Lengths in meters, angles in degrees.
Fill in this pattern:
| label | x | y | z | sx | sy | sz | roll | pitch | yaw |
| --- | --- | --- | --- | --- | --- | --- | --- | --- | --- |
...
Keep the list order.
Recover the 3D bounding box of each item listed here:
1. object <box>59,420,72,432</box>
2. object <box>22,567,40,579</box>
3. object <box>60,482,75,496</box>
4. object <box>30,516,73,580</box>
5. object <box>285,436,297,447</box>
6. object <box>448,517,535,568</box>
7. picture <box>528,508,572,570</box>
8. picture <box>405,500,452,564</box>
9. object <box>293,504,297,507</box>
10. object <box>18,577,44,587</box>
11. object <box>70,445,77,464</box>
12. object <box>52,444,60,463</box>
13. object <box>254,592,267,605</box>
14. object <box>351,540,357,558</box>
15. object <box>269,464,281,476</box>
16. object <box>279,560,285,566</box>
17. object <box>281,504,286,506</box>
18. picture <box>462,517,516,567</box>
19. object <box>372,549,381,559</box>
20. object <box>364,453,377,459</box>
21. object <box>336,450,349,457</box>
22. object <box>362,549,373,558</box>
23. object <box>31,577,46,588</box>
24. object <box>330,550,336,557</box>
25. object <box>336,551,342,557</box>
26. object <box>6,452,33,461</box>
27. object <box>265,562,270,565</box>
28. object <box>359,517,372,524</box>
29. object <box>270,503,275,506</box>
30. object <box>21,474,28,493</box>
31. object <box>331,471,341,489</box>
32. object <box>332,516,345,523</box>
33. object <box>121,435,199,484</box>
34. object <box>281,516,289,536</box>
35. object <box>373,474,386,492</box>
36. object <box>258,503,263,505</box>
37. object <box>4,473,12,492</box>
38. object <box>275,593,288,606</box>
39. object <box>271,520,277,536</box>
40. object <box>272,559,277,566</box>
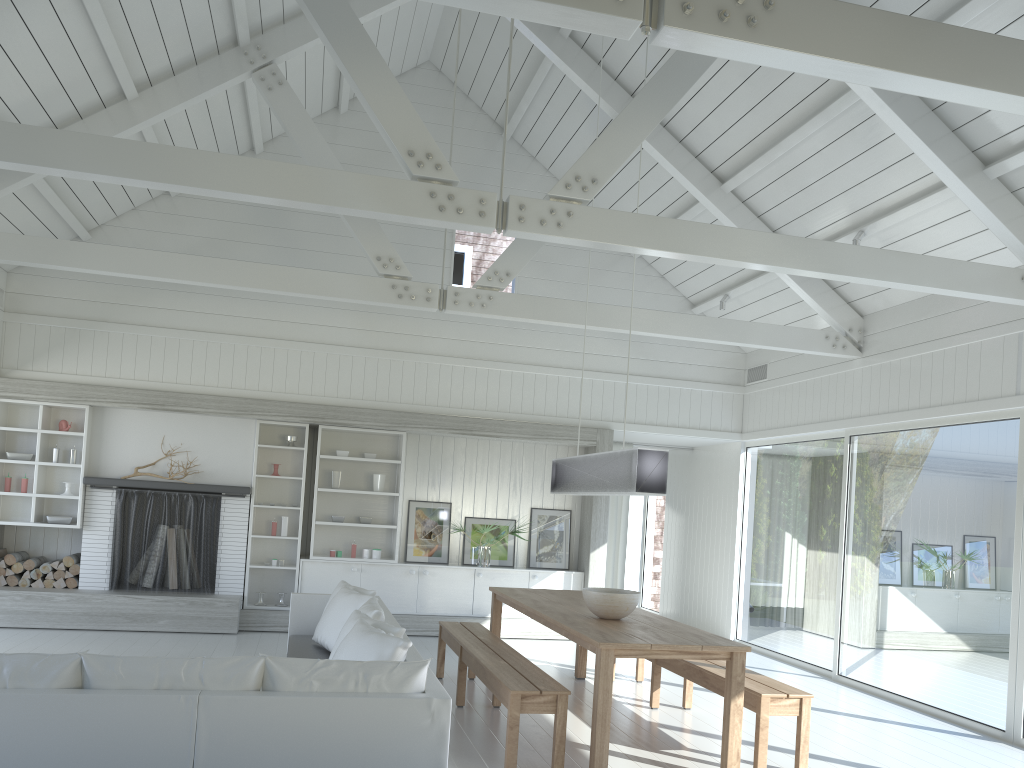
| label | x | y | z | sx | sy | sz | roll | pitch | yaw |
| --- | --- | --- | --- | --- | --- | --- | --- | --- | --- |
| object | -4.542 | 0.425 | 8.949 | 0.231 | 0.126 | 0.059 | 0 | -4 | 32 |
| object | -4.912 | 1.931 | 9.039 | 0.080 | 0.079 | 0.480 | 5 | -8 | -14 |
| object | -4.510 | 1.067 | 8.955 | 0.137 | 0.129 | 0.137 | 6 | -5 | -25 |
| object | -4.736 | 1.673 | 9.060 | 0.342 | 0.641 | 0.613 | 5 | -5 | -28 |
| object | -2.389 | 0.625 | 9.533 | 0.161 | 0.123 | 0.163 | 2 | -6 | 20 |
| object | -0.230 | 1.743 | 9.858 | 0.973 | 0.627 | 0.624 | 5 | -5 | -15 |
| picture | 0.447 | 1.813 | 10.309 | 0.495 | 0.701 | 0.065 | 4 | -2 | -13 |
| picture | -0.944 | 1.680 | 9.986 | 0.495 | 0.701 | 0.065 | 4 | -2 | -13 |
| object | -2.376 | 1.333 | 9.651 | 0.054 | 0.025 | 0.054 | 5 | -7 | -13 |
| object | -4.933 | 2.003 | 9.054 | 0.105 | 0.114 | 0.519 | 5 | -8 | -13 |
| object | -4.462 | 0.719 | 8.974 | 0.054 | 0.195 | 0.054 | 4 | -2 | -12 |
| object | -4.623 | 0.704 | 8.936 | 0.054 | 0.195 | 0.054 | 4 | -2 | -12 |
| object | -2.697 | 2.303 | 9.464 | 0.136 | 0.129 | 0.138 | 1 | -6 | 30 |
| object | -1.740 | 1.810 | 9.699 | 0.054 | 0.195 | 0.054 | 4 | -2 | -14 |
| object | -2.550 | 0.931 | 9.519 | 0.136 | 0.129 | 0.138 | 1 | -6 | 30 |
| object | -2.488 | 1.932 | 9.522 | 0.058 | 0.061 | 0.057 | 5 | -5 | -13 |
| object | -2.479 | 1.316 | 9.571 | 0.054 | 0.025 | 0.054 | 5 | -7 | -13 |
| picture | -0.258 | 1.822 | 10.155 | 0.610 | 0.551 | 0.054 | 5 | -2 | -13 |
| object | -1.492 | 1.872 | 9.725 | 0.085 | 0.111 | 0.086 | 2 | -4 | 22 |
| object | -1.594 | 0.816 | 9.886 | 0.141 | 0.066 | 0.142 | 5 | -7 | -13 |
| object | -1.861 | 0.770 | 9.679 | 0.141 | 0.066 | 0.142 | 5 | -7 | -13 |
| object | -1.600 | 1.880 | 9.769 | 0.091 | 0.095 | 0.091 | 2 | -5 | 21 |
| object | -4.813 | 2.049 | 9.090 | 0.134 | 0.146 | 0.551 | 5 | -8 | -13 |
| object | -1.960 | 1.848 | 9.630 | 0.054 | 0.071 | 0.054 | 6 | -5 | -34 |
| object | -1.899 | 1.863 | 9.671 | 0.058 | 0.061 | 0.057 | 7 | -6 | -35 |
| object | -4.956 | 0.736 | 8.874 | 0.243 | 0.072 | 0.243 | 8 | -8 | -28 |
| object | -2.637 | 1.936 | 9.489 | 0.054 | 0.025 | 0.054 | 5 | -7 | -13 |
| object | -1.638 | 1.526 | 9.866 | 0.141 | 0.066 | 0.142 | 5 | -7 | -13 |
| object | -2.581 | 1.298 | 9.491 | 0.054 | 0.025 | 0.054 | 5 | -7 | -13 |
| object | -4.901 | 0.997 | 8.867 | 0.054 | 0.195 | 0.054 | 4 | -2 | -12 |
| object | -1.928 | 1.055 | 9.659 | 0.103 | 0.196 | 0.103 | 4 | -3 | -13 |
| object | -1.906 | 1.480 | 9.658 | 0.141 | 0.066 | 0.142 | 5 | -7 | -13 |
| object | -3.520 | 0.770 | 9.050 | 0.788 | 0.500 | 0.457 | 9 | -7 | -43 |
| object | -2.459 | 1.538 | 9.532 | 0.072 | 0.210 | 0.071 | 4 | -2 | -13 |
| object | -1.473 | 1.098 | 9.765 | 0.102 | 0.196 | 0.103 | 2 | -4 | 32 |
| object | -2.684 | 1.280 | 9.412 | 0.054 | 0.025 | 0.054 | 5 | -7 | -13 |
| object | -5.049 | 0.983 | 8.833 | 0.054 | 0.195 | 0.054 | 4 | -2 | -12 |
| object | -2.485 | 2.323 | 9.514 | 0.136 | 0.129 | 0.138 | 1 | -6 | 30 |
| object | -2.564 | 1.536 | 9.510 | 0.054 | 0.195 | 0.054 | 4 | -2 | -14 |
| object | -2.560 | 1.920 | 9.507 | 0.054 | 0.071 | 0.054 | 5 | -4 | -14 |
